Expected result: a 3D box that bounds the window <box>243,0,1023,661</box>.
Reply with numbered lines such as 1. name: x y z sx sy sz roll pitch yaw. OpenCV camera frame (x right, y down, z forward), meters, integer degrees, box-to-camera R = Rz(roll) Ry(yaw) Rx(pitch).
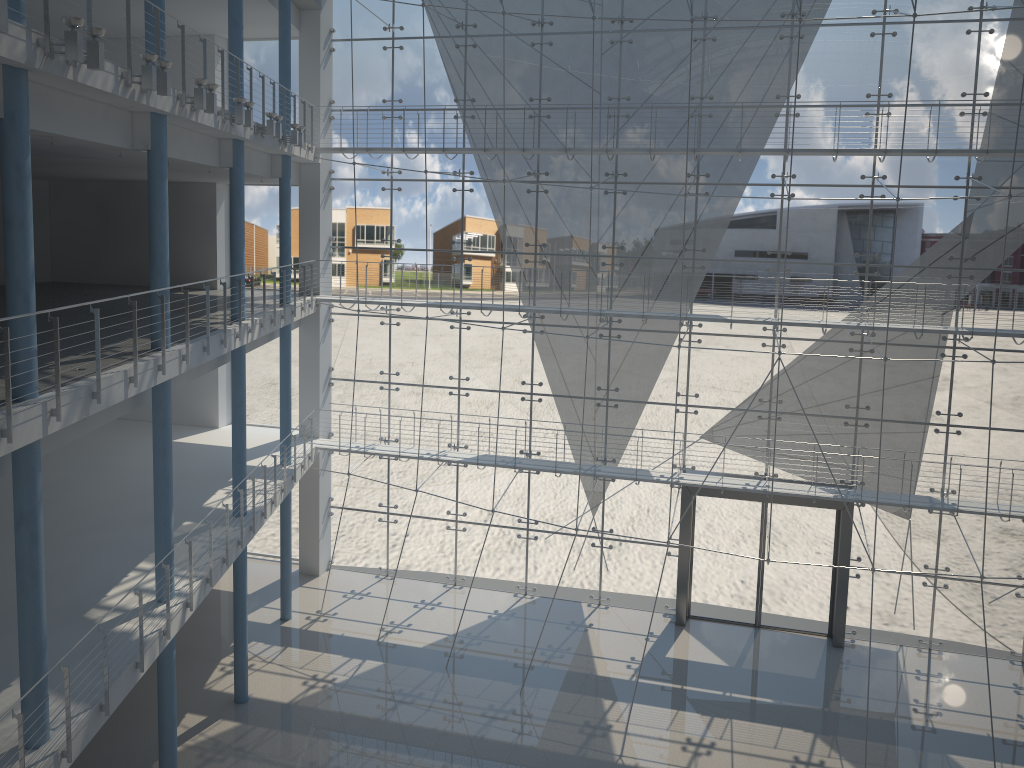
1. window: 0.804 -0.560 2.821 3.852 2.752 0.010 4 7 15
